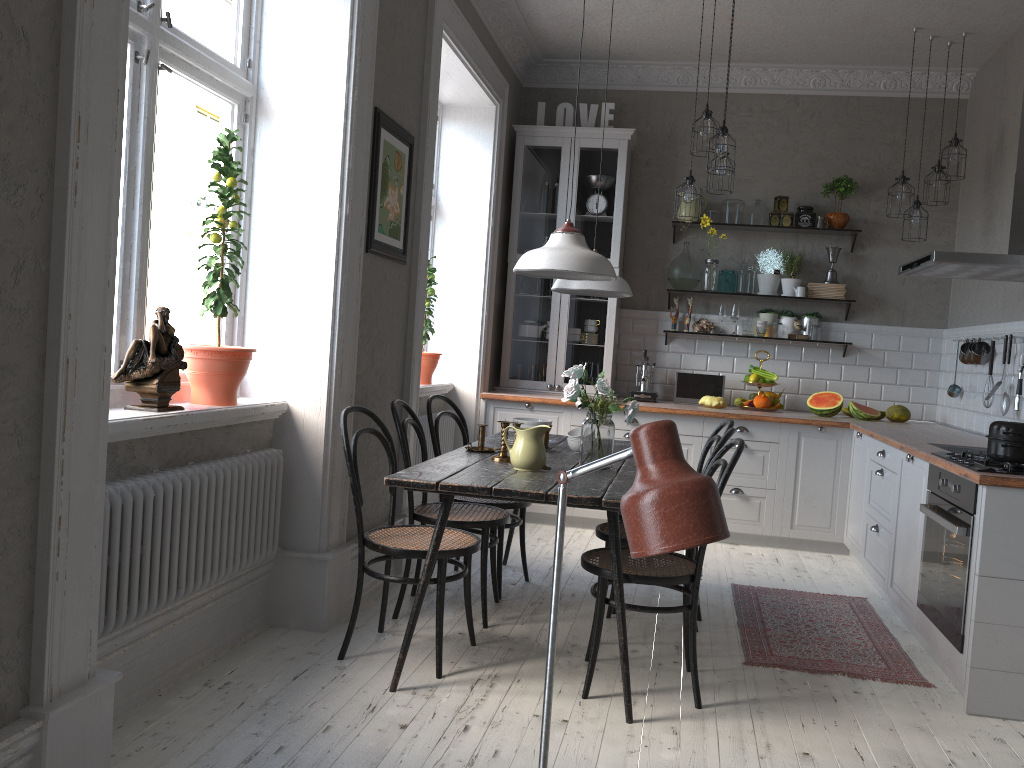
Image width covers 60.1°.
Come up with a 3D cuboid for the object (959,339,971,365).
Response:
[{"bbox_3d":[2.824,-0.200,5.469,0.107,0.161,0.139,5,3,22],"label":"object"}]

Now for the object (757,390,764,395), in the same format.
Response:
[{"bbox_3d":[1.766,0.091,6.283,0.085,0.093,0.087,4,2,6],"label":"object"}]

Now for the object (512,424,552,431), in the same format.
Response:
[{"bbox_3d":[0.088,0.227,3.984,0.179,0.094,0.179,4,2,1],"label":"object"}]

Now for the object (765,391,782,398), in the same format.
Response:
[{"bbox_3d":[1.836,0.081,6.228,0.127,0.056,0.060,4,2,2],"label":"object"}]

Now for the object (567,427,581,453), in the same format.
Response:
[{"bbox_3d":[0.308,0.250,3.993,0.122,0.119,0.130,5,3,26],"label":"object"}]

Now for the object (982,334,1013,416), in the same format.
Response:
[{"bbox_3d":[2.661,-0.051,4.863,0.080,0.443,0.331,4,2,11],"label":"object"}]

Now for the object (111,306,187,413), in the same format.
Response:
[{"bbox_3d":[-1.127,-0.081,2.765,0.119,0.329,0.239,4,2,12],"label":"object"}]

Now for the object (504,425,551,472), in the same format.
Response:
[{"bbox_3d":[0.058,0.236,3.319,0.152,0.170,0.133,3,3,-29],"label":"object"}]

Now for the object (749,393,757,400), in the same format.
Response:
[{"bbox_3d":[1.736,0.100,6.295,0.077,0.076,0.157,6,3,36],"label":"object"}]

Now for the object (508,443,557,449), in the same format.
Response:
[{"bbox_3d":[0.085,0.280,3.986,0.233,0.027,0.241,5,3,28],"label":"object"}]

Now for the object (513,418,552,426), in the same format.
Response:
[{"bbox_3d":[0.089,0.207,3.983,0.179,0.094,0.179,4,2,1],"label":"object"}]

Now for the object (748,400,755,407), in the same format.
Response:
[{"bbox_3d":[1.674,0.145,6.231,0.070,0.076,0.228,4,3,-7],"label":"object"}]

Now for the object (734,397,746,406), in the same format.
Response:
[{"bbox_3d":[1.626,0.127,6.259,0.075,0.072,0.155,6,3,39],"label":"object"}]

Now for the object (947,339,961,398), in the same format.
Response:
[{"bbox_3d":[2.874,-0.100,5.730,0.076,0.378,0.083,4,2,10],"label":"object"}]

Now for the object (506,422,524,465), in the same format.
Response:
[{"bbox_3d":[0.014,0.226,3.446,0.061,0.172,0.063,5,3,31],"label":"object"}]

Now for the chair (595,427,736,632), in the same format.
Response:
[{"bbox_3d":[0.624,0.618,3.716,0.543,0.920,0.443,5,2,17],"label":"chair"}]

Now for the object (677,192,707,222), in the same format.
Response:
[{"bbox_3d":[1.292,-1.266,6.394,0.188,0.216,0.176,5,3,24],"label":"object"}]

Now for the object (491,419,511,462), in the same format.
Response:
[{"bbox_3d":[-0.031,0.220,3.527,0.096,0.172,0.095,4,2,-9],"label":"object"}]

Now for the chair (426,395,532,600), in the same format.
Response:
[{"bbox_3d":[-0.167,0.532,4.372,0.541,0.920,0.444,5,3,22],"label":"chair"}]

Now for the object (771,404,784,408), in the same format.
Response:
[{"bbox_3d":[1.826,0.143,6.274,0.055,0.044,0.212,2,3,-42],"label":"object"}]

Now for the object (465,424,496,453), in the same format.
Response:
[{"bbox_3d":[-0.130,0.231,3.787,0.140,0.112,0.139,4,2,-7],"label":"object"}]

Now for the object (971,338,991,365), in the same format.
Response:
[{"bbox_3d":[2.765,-0.193,5.218,0.106,0.161,0.139,5,3,27],"label":"object"}]

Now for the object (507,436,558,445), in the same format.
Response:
[{"bbox_3d":[0.086,0.263,3.986,0.233,0.027,0.242,6,3,33],"label":"object"}]

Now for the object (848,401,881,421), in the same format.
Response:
[{"bbox_3d":[2.357,0.183,5.900,0.225,0.127,0.148,4,2,-8],"label":"object"}]

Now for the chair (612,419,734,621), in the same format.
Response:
[{"bbox_3d":[0.737,0.605,4.191,0.546,0.920,0.440,4,2,7],"label":"chair"}]

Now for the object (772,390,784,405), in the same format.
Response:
[{"bbox_3d":[1.860,0.090,6.217,0.060,0.120,0.128,6,3,34],"label":"object"}]

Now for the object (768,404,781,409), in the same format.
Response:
[{"bbox_3d":[1.818,0.157,6.151,0.069,0.051,0.088,2,3,-32],"label":"object"}]

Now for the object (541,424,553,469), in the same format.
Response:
[{"bbox_3d":[0.128,0.240,3.392,0.058,0.167,0.060,5,3,23],"label":"object"}]

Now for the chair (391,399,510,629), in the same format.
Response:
[{"bbox_3d":[-0.280,0.545,3.894,0.546,0.920,0.440,4,2,7],"label":"chair"}]

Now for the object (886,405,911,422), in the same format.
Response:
[{"bbox_3d":[2.611,0.200,5.988,0.207,0.119,0.130,3,3,-28],"label":"object"}]

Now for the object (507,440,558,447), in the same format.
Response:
[{"bbox_3d":[0.085,0.271,3.986,0.241,0.027,0.234,3,3,-22],"label":"object"}]

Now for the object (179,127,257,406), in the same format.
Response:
[{"bbox_3d":[-1.029,-0.422,3.138,0.276,0.991,0.264,2,3,-41],"label":"object"}]

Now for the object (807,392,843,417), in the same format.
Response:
[{"bbox_3d":[2.115,0.138,5.989,0.231,0.174,0.221,6,3,32],"label":"object"}]

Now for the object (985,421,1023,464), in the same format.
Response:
[{"bbox_3d":[1.872,0.217,3.307,0.192,0.147,0.191,4,2,-10],"label":"object"}]

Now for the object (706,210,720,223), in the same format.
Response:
[{"bbox_3d":[1.456,-1.202,6.429,0.102,0.111,0.104,4,2,10],"label":"object"}]

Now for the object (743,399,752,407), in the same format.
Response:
[{"bbox_3d":[1.657,0.135,6.218,0.083,0.057,0.090,6,3,42],"label":"object"}]

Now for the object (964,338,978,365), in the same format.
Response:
[{"bbox_3d":[2.799,-0.196,5.342,0.107,0.161,0.138,5,2,12],"label":"object"}]

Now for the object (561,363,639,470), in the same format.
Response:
[{"bbox_3d":[0.341,0.126,3.478,0.310,0.414,0.253,4,2,8],"label":"object"}]

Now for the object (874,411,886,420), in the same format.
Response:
[{"bbox_3d":[2.485,0.212,6.059,0.203,0.073,0.118,3,3,-27],"label":"object"}]

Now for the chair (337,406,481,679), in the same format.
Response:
[{"bbox_3d":[-0.386,0.562,3.345,0.543,0.920,0.443,5,2,17],"label":"chair"}]

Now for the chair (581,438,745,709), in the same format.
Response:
[{"bbox_3d":[0.522,0.634,3.188,0.546,0.920,0.440,4,2,7],"label":"chair"}]

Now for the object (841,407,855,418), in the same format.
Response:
[{"bbox_3d":[2.388,0.203,6.173,0.197,0.067,0.104,5,3,16],"label":"object"}]

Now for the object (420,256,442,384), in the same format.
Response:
[{"bbox_3d":[-0.556,-0.408,5.597,0.255,0.813,0.265,6,3,37],"label":"object"}]
